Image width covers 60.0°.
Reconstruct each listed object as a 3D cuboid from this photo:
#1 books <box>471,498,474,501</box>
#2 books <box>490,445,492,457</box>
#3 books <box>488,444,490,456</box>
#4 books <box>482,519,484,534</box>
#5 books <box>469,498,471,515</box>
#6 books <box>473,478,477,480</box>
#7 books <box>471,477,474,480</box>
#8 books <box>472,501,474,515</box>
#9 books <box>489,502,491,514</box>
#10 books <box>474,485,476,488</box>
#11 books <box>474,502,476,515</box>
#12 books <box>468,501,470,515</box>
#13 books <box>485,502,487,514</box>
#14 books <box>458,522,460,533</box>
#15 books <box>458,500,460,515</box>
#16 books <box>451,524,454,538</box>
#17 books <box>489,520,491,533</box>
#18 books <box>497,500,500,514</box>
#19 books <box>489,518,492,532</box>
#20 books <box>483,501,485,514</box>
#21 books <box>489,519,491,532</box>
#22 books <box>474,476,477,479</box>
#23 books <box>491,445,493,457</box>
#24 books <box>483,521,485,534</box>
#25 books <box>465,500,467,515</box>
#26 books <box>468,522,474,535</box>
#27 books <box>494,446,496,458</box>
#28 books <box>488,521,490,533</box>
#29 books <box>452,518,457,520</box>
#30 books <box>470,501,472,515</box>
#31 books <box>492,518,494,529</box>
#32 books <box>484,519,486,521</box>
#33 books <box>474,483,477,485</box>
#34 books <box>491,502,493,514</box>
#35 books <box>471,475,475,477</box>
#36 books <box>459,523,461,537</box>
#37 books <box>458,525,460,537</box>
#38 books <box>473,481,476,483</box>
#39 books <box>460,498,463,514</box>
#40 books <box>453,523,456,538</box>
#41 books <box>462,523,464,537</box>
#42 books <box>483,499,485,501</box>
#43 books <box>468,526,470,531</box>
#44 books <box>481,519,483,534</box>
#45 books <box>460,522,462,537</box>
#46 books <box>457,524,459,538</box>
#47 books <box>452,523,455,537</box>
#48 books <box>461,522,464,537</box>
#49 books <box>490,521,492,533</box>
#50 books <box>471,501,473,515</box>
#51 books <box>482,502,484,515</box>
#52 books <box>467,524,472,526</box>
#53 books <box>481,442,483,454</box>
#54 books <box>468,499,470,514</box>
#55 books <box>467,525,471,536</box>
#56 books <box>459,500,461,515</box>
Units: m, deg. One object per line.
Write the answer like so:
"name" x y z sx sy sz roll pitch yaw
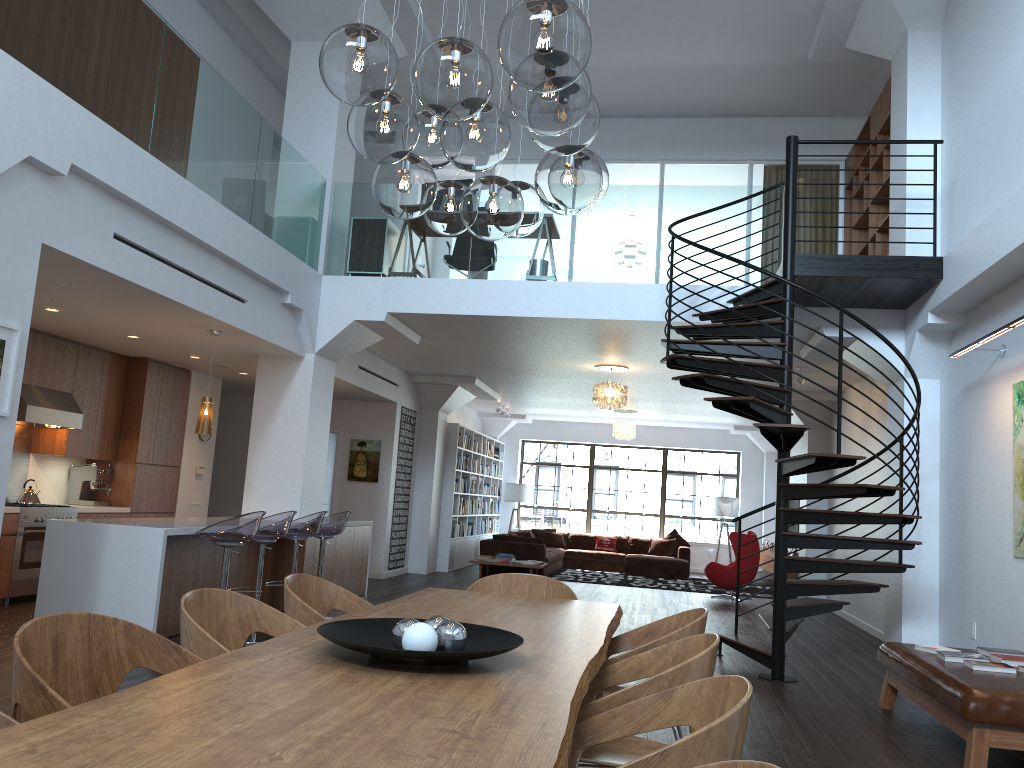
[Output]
"books" -0.795 2.225 16.133 0.176 0.290 0.036 3 -8 9
"books" -0.503 1.323 17.595 0.183 0.253 0.034 3 -8 10
"books" -0.524 1.310 17.482 0.171 0.246 0.057 3 -8 10
"books" -0.643 2.753 17.158 0.176 0.290 0.053 3 -8 9
"books" -0.836 2.187 15.866 0.176 0.290 0.053 3 -8 9
"books" -0.749 1.750 16.362 0.144 0.024 0.208 2 -8 15
"books" -0.802 1.693 15.957 0.174 0.045 0.240 3 -8 9
"books" -0.793 2.239 16.095 0.183 0.253 0.034 3 -8 9
"books" -0.519 2.482 17.794 0.174 0.251 0.051 3 -8 10
"books" -0.769 1.879 16.329 0.168 0.045 0.231 3 -8 5
"books" -0.756 2.290 16.343 0.161 0.223 0.026 3 -8 9
"books" -0.842 2.198 15.799 0.160 0.250 0.026 3 -8 9
"books" -0.586 2.430 17.391 0.174 0.242 0.105 3 -8 10
"books" -0.982 2.480 15.131 0.183 0.253 0.042 3 -8 10
"books" -0.988 2.081 14.972 0.189 0.247 0.057 3 -8 10
"books" -1.061 2.412 14.587 0.174 0.240 0.054 3 -8 10
"books" -0.520 2.879 17.913 0.183 0.253 0.037 3 -8 10
"books" -0.358 2.604 18.774 0.176 0.290 0.053 3 -8 10
"books" -0.478 2.882 18.081 0.140 0.298 0.044 3 -8 10
"books" -0.620 2.390 17.142 0.182 0.253 0.098 3 -8 10
"books" -0.527 2.872 17.975 0.198 0.284 0.066 3 -8 10
"books" -0.741 1.716 16.362 0.129 0.043 0.185 1 -8 24
"books" -0.481 1.341 17.729 0.183 0.253 0.034 3 -8 10
"books" -0.627 2.783 17.230 0.183 0.253 0.034 3 -8 9
"books" -0.888 2.166 15.577 0.160 0.250 0.026 3 -8 10
"books" -0.782 2.664 16.325 0.140 0.231 0.042 3 -8 10
"books" -0.430 1.395 18.113 0.183 0.253 0.042 3 -8 10
"books" -0.544 2.859 17.771 0.183 0.253 0.037 3 -8 10
"books" -1.042 2.226 14.640 0.223 0.027 0.161 1 -8 19
"books" -0.821 2.217 15.938 0.183 0.253 0.034 3 -8 9
"books" -0.464 2.915 18.298 0.176 0.290 0.053 3 -8 10
"books" -0.602 2.791 17.425 0.176 0.290 0.036 3 -8 9
"books" -0.759 1.837 16.329 0.183 0.042 0.253 3 -8 10
"books" -0.478 2.523 18.082 0.183 0.253 0.042 3 -8 10
"books" -0.795 1.654 15.939 0.223 0.027 0.161 1 -8 19
"books" -0.967 2.496 15.202 0.171 0.246 0.039 3 -8 10
"books" -0.979 2.501 15.090 0.161 0.223 0.030 3 -8 9
"books" -0.762 1.802 16.341 0.161 0.033 0.223 3 -8 10
"books" -0.947 2.097 15.239 0.176 0.290 0.053 3 -8 10
"books" -1.039 2.432 14.780 0.180 0.251 0.048 3 -8 10
"books" -0.927 2.537 15.451 0.174 0.236 0.142 3 -8 9
"books" -0.618 2.386 17.249 0.197 0.290 0.136 3 -8 10
"books" -0.820 2.650 15.993 0.107 0.167 0.017 3 -8 10
"books" -0.669 2.741 17.051 0.198 0.284 0.066 3 -8 9
"books" -0.959 2.500 15.281 0.180 0.259 0.042 3 -8 10
"books" -1.002 2.477 15.020 0.176 0.231 0.053 3 -8 10
"books" -1.053 2.420 14.700 0.183 0.253 0.042 3 -8 10
"books" -0.940 2.515 15.364 0.183 0.253 0.042 3 -8 10
"books" -0.506 2.899 18.031 0.189 0.247 0.057 3 -8 10
"books" -0.811 2.240 16.058 0.174 0.240 0.045 3 -8 9
"books" -0.638 2.382 17.057 0.174 0.243 0.085 3 -8 10
"books" -0.814 2.651 16.134 0.146 0.202 0.027 3 -8 10
"books" -0.645 1.212 16.756 0.174 0.236 0.136 3 -8 9
"books" -0.862 2.175 15.759 0.198 0.284 0.066 3 -8 9
"books" -0.814 2.652 16.101 0.139 0.191 0.036 3 -8 10
"books" -0.959 2.108 15.155 0.171 0.246 0.057 3 -8 10
